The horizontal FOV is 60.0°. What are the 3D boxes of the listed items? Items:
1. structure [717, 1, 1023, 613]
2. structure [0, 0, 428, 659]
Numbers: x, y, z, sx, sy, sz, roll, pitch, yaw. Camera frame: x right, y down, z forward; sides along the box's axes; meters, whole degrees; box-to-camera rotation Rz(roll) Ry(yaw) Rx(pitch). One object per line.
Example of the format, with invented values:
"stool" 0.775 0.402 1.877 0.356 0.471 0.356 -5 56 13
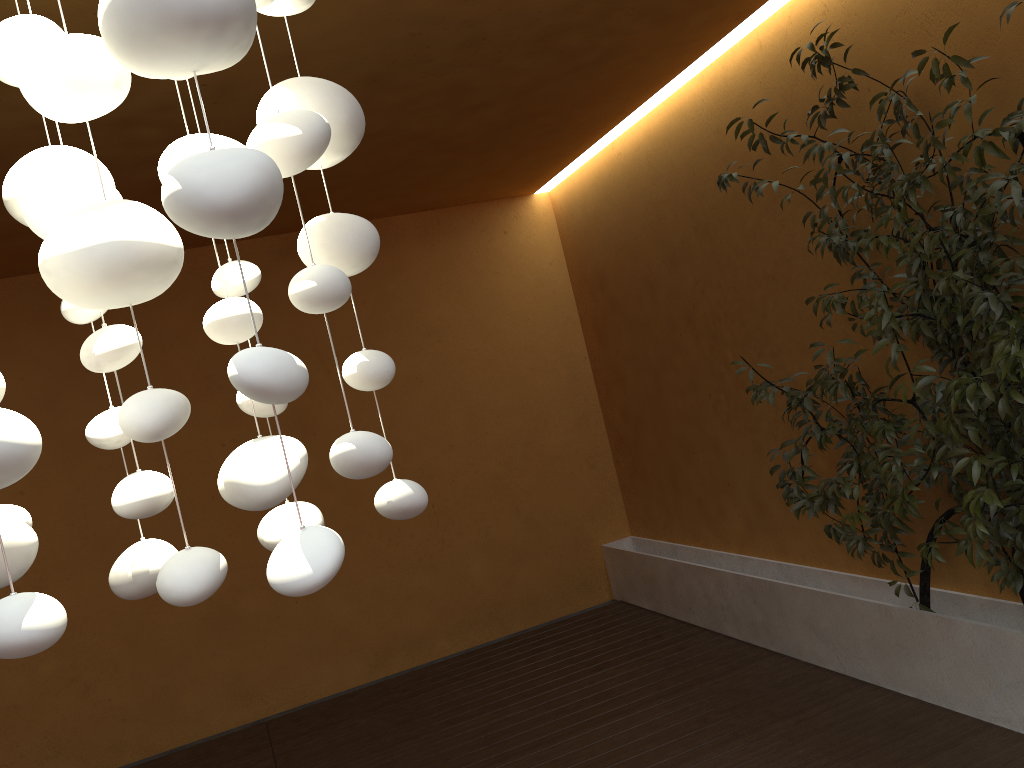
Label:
"structure" 1.669 -0.247 2.583 0.622 2.483 3.166 -13 0 -21
"structure" -0.535 -0.472 1.136 1.002 1.529 1.002 -14 0 29
